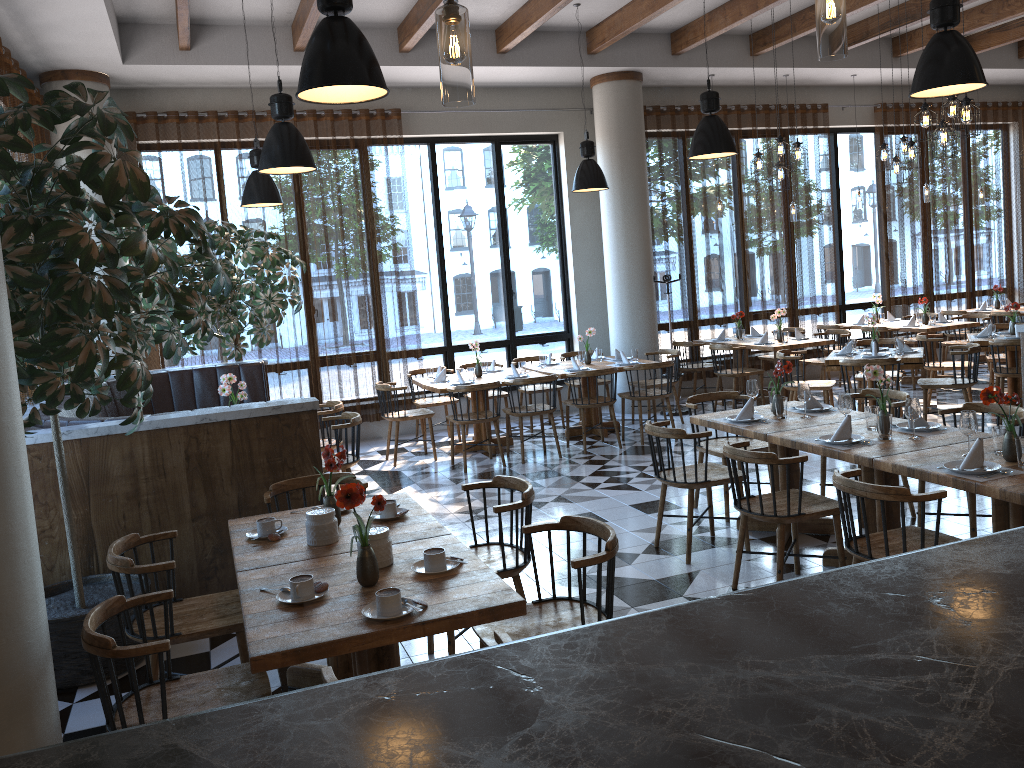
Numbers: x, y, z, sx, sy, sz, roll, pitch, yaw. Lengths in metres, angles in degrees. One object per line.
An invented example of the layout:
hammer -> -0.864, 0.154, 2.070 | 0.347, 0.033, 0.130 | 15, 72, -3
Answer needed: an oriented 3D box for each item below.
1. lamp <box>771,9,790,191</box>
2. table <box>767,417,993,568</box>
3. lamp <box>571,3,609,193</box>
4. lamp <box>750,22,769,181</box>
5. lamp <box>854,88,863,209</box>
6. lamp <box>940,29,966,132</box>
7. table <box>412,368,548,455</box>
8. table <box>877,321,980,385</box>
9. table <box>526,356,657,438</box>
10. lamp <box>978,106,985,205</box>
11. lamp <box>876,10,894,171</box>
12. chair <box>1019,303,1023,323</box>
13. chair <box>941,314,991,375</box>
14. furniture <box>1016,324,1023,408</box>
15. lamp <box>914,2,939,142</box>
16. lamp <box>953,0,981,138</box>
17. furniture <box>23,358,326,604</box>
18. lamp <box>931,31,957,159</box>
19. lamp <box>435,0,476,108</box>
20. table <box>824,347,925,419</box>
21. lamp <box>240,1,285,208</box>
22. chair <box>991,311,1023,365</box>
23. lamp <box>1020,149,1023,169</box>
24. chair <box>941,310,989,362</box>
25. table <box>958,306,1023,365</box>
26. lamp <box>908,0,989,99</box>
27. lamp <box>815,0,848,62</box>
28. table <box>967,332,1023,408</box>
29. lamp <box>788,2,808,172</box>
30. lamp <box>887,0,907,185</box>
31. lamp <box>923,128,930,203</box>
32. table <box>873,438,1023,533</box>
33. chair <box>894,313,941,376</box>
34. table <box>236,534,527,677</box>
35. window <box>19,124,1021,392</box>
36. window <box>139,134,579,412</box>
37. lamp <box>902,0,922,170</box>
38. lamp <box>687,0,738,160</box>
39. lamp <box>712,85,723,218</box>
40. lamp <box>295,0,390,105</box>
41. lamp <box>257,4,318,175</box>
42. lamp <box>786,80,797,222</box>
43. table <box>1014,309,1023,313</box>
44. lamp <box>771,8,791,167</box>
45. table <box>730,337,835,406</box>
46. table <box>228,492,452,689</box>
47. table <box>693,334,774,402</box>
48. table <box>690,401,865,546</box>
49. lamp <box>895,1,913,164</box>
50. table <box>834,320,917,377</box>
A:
lamp -> 2.752, -3.065, 9.245 | 0.175, 2.064, 0.175 | -8, 6, -33
table -> 2.050, 0.657, 4.915 | 0.851, 0.761, 0.852 | -7, 6, -19
lamp -> 0.732, -2.914, 9.035 | 0.391, 1.858, 0.390 | -9, 6, -42
lamp -> 2.563, -3.196, 9.366 | 0.175, 2.064, 0.176 | -3, 5, 23
lamp -> 4.595, -3.326, 11.821 | 0.078, 1.957, 0.078 | -5, 5, -12
lamp -> 3.546, -3.107, 7.192 | 0.175, 2.064, 0.175 | -5, 5, -1
table -> -0.321, 0.308, 9.270 | 1.215, 0.761, 1.219 | -6, 7, -16
table -> 5.283, -0.377, 11.249 | 0.851, 0.761, 0.852 | -7, 6, -19
table -> 0.862, 0.163, 9.689 | 1.215, 0.761, 1.219 | -6, 7, -16
lamp -> 6.611, -3.521, 12.538 | 0.078, 1.957, 0.078 | -8, 6, -33
lamp -> 4.103, -3.420, 9.849 | 0.175, 2.064, 0.175 | -5, 5, -11
chair -> 7.630, -0.801, 12.981 | 0.550, 0.814, 0.520 | -6, 6, -19
chair -> 5.893, -0.479, 11.472 | 0.550, 0.814, 0.520 | -6, 6, -19
furniture -> 7.102, -0.148, 6.645 | 6.596, 1.146, 1.922 | -7, 7, -19
lamp -> 3.349, -3.041, 7.245 | 0.175, 2.064, 0.175 | -6, 5, -12
lamp -> 3.474, -2.956, 6.832 | 0.175, 2.064, 0.175 | -8, 6, -35
furniture -> -2.673, 0.598, 6.841 | 1.920, 1.146, 4.049 | -7, 7, -19
lamp -> 3.401, -2.845, 7.048 | 0.175, 2.064, 0.175 | -5, 5, -1
lamp -> -0.200, -1.624, 1.986 | 0.078, 1.957, 0.078 | -4, 5, 10
table -> 3.553, 0.083, 8.624 | 0.863, 0.761, 0.868 | -2, 7, 25
lamp -> -2.332, -2.539, 7.950 | 0.390, 1.858, 0.391 | -5, 5, -7
chair -> 6.690, -0.577, 11.755 | 0.550, 0.814, 0.520 | -6, 6, -19
lamp -> 6.178, -3.638, 10.639 | 0.175, 2.064, 0.176 | -2, 5, 32
chair -> 6.405, -0.652, 12.548 | 0.550, 0.814, 0.520 | -6, 6, -19
table -> 7.015, -0.700, 12.770 | 0.851, 0.761, 0.852 | -7, 6, -19
lamp -> 2.285, -2.506, 4.719 | 0.391, 1.858, 0.390 | -9, 6, -42
lamp -> 0.797, -1.859, 2.334 | 0.078, 1.957, 0.078 | -5, 5, -12
table -> 5.241, -0.124, 9.222 | 0.863, 0.761, 0.868 | -2, 7, 25
lamp -> 2.884, -3.229, 9.073 | 0.175, 2.064, 0.175 | -9, 6, -44
lamp -> 4.152, -3.225, 9.651 | 0.175, 2.064, 0.175 | -5, 5, 0
lamp -> 5.677, -3.492, 12.203 | 0.078, 1.957, 0.078 | -7, 5, -29
table -> 2.339, 0.733, 4.112 | 0.851, 0.761, 0.852 | -7, 6, -19
chair -> 5.608, -0.554, 12.265 | 0.550, 0.814, 0.520 | -6, 6, -19
table -> -0.467, 1.077, 3.110 | 0.851, 0.761, 0.852 | -7, 6, -19
window -> 1.005, -1.506, 10.329 | 15.182, 3.154, 4.494 | -11, 9, -42
window -> -1.602, -1.323, 10.514 | 4.973, 3.156, 0.365 | -7, 5, -19
lamp -> 4.220, -3.335, 9.433 | 0.175, 2.064, 0.175 | -8, 6, -34
lamp -> 1.505, -2.711, 6.889 | 0.391, 1.858, 0.391 | -7, 6, -32
lamp -> 2.550, -3.067, 11.097 | 0.078, 1.957, 0.078 | -9, 6, -44
lamp -> -0.780, -2.131, 3.633 | 0.390, 1.858, 0.392 | -2, 5, 28
lamp -> -1.560, -2.336, 5.803 | 0.391, 1.858, 0.391 | -6, 5, -17
lamp -> 3.598, -3.090, 11.474 | 0.078, 1.957, 0.078 | -3, 5, 21
table -> 7.305, -0.624, 11.966 | 0.851, 0.761, 0.852 | -7, 6, -19
lamp -> 2.683, -3.261, 9.002 | 0.175, 2.064, 0.175 | -8, 6, -33
table -> 3.218, -0.124, 10.518 | 0.851, 0.761, 0.852 | -7, 6, -19
table -> -0.756, 1.001, 3.913 | 0.851, 0.761, 0.852 | -7, 6, -19
table -> 2.929, -0.200, 11.323 | 0.851, 0.761, 0.852 | -7, 6, -19
table -> 1.761, 0.581, 5.716 | 0.851, 0.761, 0.852 | -7, 6, -19
lamp -> 4.300, -3.486, 9.791 | 0.175, 2.064, 0.175 | -5, 5, 0
table -> 4.994, -0.453, 12.054 | 0.851, 0.761, 0.852 | -7, 6, -19
